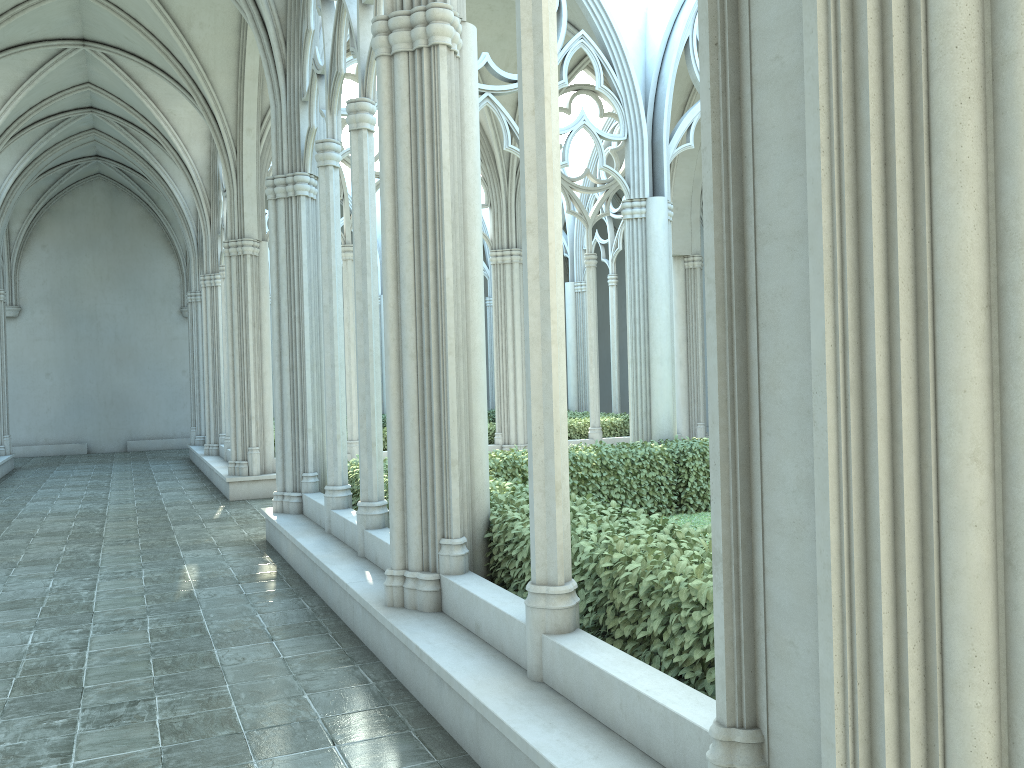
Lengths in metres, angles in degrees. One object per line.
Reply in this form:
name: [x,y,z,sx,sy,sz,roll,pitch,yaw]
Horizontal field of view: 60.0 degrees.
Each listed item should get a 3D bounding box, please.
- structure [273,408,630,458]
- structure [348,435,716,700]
structure: [-1.991,1.182,19.774,7.995,0.963,8.018,-2,0,-24]
structure: [3.244,1.119,7.804,7.995,0.963,8.018,-2,0,-24]
